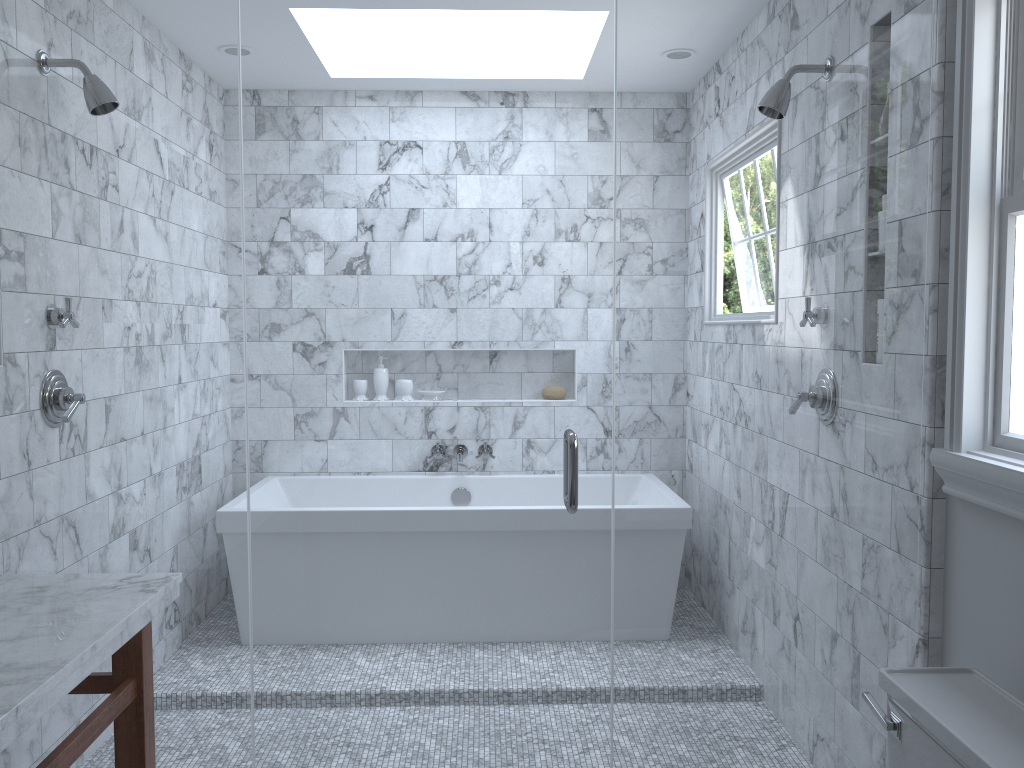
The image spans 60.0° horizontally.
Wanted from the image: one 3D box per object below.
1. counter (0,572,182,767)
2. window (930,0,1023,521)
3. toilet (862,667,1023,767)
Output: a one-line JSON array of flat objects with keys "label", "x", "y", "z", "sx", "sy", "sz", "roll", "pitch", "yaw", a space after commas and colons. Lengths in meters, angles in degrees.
[{"label": "counter", "x": -1.002, "y": 0.840, "z": 1.096, "sx": 0.638, "sy": 0.983, "sz": 1.657, "roll": 0, "pitch": 4, "yaw": -2}, {"label": "window", "x": 1.026, "y": -0.352, "z": 1.451, "sx": 0.149, "sy": 1.248, "sz": 1.040, "roll": 0, "pitch": 4, "yaw": -2}, {"label": "toilet", "x": 0.561, "y": 0.936, "z": 1.569, "sx": 0.722, "sy": 0.727, "sz": 0.490, "roll": 0, "pitch": 4, "yaw": -2}]
